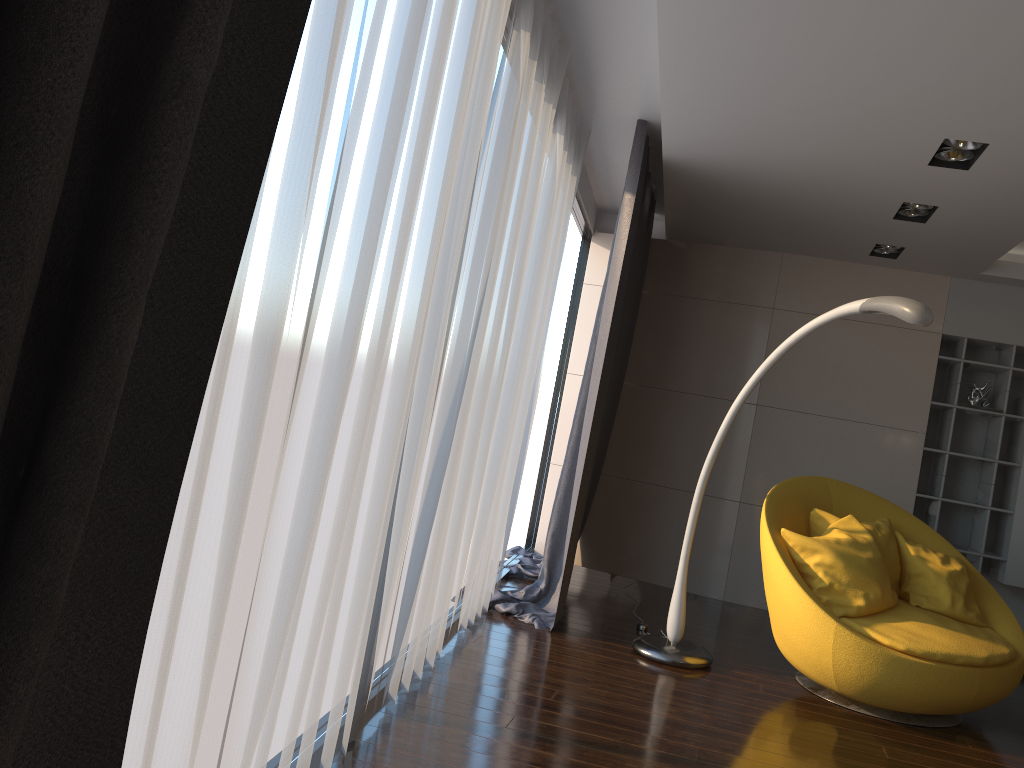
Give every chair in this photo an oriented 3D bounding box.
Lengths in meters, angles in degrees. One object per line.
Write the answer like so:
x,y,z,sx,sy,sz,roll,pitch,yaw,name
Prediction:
1.882,1.042,4.380,1.576,1.007,1.092,11,-2,-22,chair

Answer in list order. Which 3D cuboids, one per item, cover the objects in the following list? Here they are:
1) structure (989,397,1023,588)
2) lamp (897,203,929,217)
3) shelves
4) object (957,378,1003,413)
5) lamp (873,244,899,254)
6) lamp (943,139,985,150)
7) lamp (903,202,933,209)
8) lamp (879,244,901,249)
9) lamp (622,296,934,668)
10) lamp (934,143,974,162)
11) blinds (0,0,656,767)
4.768,1.201,5.797,2.832,1.769,0.488,10,-3,10,structure
2.215,-0.965,4.861,0.170,0.077,0.183,10,-2,25,lamp
3.786,0.618,6.052,1.887,1.603,0.385,10,-3,10,shelves
3.243,0.069,6.123,0.279,0.228,0.290,10,-2,13,object
2.467,-0.899,5.813,0.170,0.077,0.183,10,-2,25,lamp
1.916,-1.044,3.732,0.175,0.077,0.179,10,-1,8,lamp
2.168,-0.977,4.683,0.169,0.077,0.185,9,-2,32,lamp
2.420,-0.911,5.635,0.169,0.077,0.185,9,-2,32,lamp
0.966,0.500,5.253,0.590,1.781,4.166,11,-2,-5,lamp
1.963,-1.031,3.910,0.170,0.077,0.183,10,-2,25,lamp
-0.001,-0.284,2.886,0.741,2.897,7.554,10,-1,8,blinds
